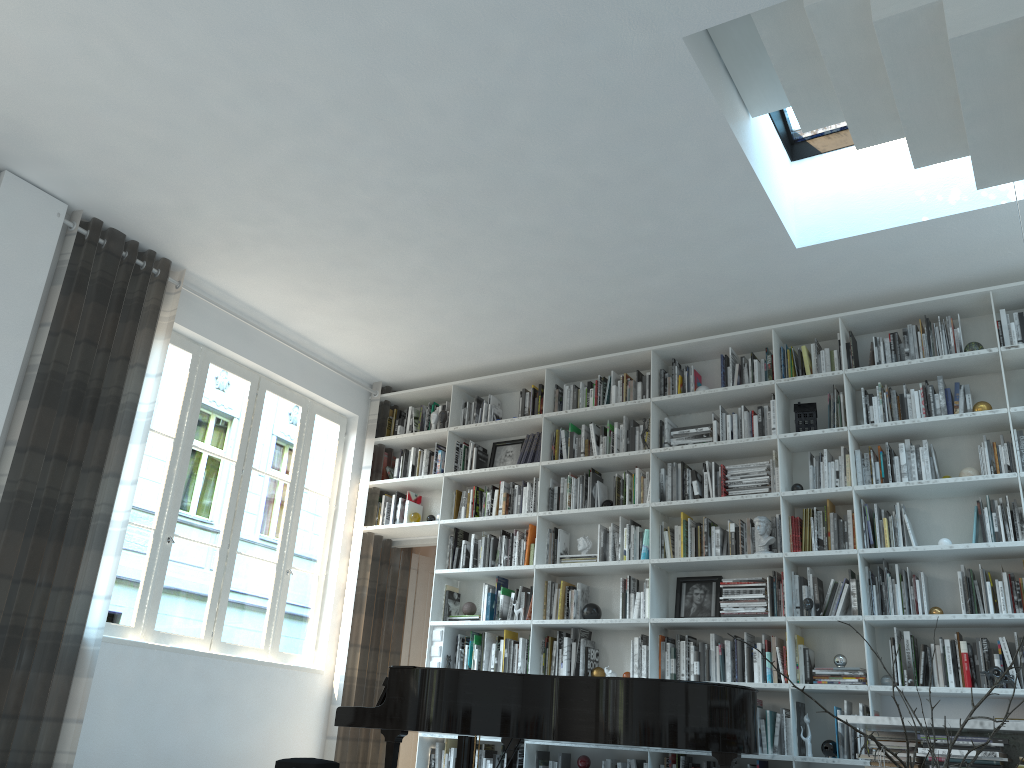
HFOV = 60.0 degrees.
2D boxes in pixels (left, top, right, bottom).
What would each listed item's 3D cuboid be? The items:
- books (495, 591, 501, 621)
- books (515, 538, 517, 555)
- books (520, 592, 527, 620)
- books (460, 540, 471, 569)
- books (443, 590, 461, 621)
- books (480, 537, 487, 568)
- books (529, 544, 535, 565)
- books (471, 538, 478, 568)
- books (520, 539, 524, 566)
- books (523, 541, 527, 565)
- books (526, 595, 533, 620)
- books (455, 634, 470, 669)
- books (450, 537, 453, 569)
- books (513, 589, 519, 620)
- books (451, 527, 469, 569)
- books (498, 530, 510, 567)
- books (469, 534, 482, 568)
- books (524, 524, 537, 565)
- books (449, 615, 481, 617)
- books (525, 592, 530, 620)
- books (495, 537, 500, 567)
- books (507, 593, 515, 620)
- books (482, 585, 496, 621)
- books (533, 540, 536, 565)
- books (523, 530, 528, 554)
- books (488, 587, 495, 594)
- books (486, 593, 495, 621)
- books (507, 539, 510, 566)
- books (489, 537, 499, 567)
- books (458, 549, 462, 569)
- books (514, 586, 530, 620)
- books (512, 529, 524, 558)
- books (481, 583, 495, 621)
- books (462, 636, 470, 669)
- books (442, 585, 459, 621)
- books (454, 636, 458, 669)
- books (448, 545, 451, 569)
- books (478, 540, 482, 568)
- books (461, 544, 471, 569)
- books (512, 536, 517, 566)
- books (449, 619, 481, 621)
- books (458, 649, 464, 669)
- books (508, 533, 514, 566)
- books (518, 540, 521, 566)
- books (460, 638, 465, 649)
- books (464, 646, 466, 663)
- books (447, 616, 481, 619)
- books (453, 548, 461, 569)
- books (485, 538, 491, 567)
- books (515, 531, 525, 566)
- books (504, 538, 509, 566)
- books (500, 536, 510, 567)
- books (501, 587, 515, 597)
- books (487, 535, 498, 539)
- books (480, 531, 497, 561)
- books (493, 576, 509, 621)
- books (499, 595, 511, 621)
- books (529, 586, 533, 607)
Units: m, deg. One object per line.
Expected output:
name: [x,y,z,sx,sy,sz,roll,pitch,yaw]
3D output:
books: [-0.061,1.599,6.308,0.031,0.230,0.148,-9,-25,30]
books: [0.067,1.240,6.390,0.028,0.241,0.132,-9,-25,30]
books: [0.115,1.569,6.172,0.030,0.207,0.173,-9,-25,30]
books: [-0.320,1.294,6.580,0.022,0.234,0.178,-9,-25,30]
books: [-0.443,1.651,6.515,0.028,0.242,0.157,-9,-25,30]
books: [-0.167,1.262,6.492,0.021,0.246,0.189,-9,-25,30]
books: [0.176,1.241,6.297,0.030,0.182,0.152,-9,-25,30]
books: [-0.242,1.278,6.541,0.011,0.245,0.177,-9,-25,30]
books: [0.105,1.239,6.353,0.021,0.220,0.149,-9,-25,30]
books: [0.126,1.238,6.326,0.013,0.202,0.162,-9,-25,30]
books: [0.193,1.512,6.112,0.082,0.275,0.229,-9,-25,30]
books: [-0.342,1.945,6.320,0.014,0.293,0.172,-9,-25,30]
books: [-0.407,1.293,6.631,0.027,0.265,0.176,-9,-25,30]
books: [0.057,1.572,6.236,0.013,0.241,0.142,-9,-25,30]
books: [-0.390,1.258,6.632,0.012,0.332,0.185,-9,-25,30]
books: [-0.047,1.222,6.443,0.013,0.298,0.152,-9,-25,30]
books: [-0.251,1.267,6.562,0.023,0.280,0.174,-9,-25,30]
books: [0.151,1.179,6.337,0.035,0.324,0.170,-9,-25,30]
books: [-0.303,1.692,6.414,0.254,0.012,0.161,-10,-26,31]
books: [0.144,1.567,6.166,0.027,0.208,0.144,-9,-25,30]
books: [-0.065,1.253,6.464,0.048,0.255,0.142,-9,-25,30]
books: [0.026,1.590,6.249,0.056,0.213,0.143,-9,-25,30]
books: [-0.154,1.588,6.350,0.024,0.271,0.151,-9,-25,30]
books: [0.204,1.218,6.290,0.031,0.222,0.145,-9,-25,30]
books: [0.125,1.205,6.361,0.015,0.291,0.144,-9,-25,30]
books: [-0.127,1.595,6.339,0.031,0.254,0.144,-9,-25,30]
books: [-0.117,1.602,6.293,0.029,0.207,0.190,-9,-25,30]
books: [0.013,1.249,6.402,0.013,0.227,0.152,-9,-25,30]
books: [-0.105,1.258,6.465,0.023,0.241,0.185,-9,-25,30]
books: [-0.340,1.317,6.604,0.042,0.208,0.144,-9,-25,30]
books: [0.081,1.556,6.209,0.060,0.254,0.159,-9,-25,30]
books: [0.041,1.214,6.413,0.011,0.303,0.130,-9,-25,30]
books: [-0.168,1.585,6.362,0.012,0.284,0.160,-9,-25,30]
books: [-0.295,1.941,6.282,0.008,0.278,0.165,-9,-25,30]
books: [-0.453,1.638,6.541,0.012,0.284,0.160,-9,-25,30]
books: [-0.361,1.957,6.338,0.008,0.284,0.160,-9,-25,30]
books: [-0.420,1.328,6.646,0.026,0.208,0.155,-9,-25,30]
books: [-0.204,1.284,6.544,0.049,0.242,0.139,-9,-25,30]
books: [-0.305,1.302,6.554,0.028,0.203,0.188,-9,-25,30]
books: [0.046,1.235,6.394,0.011,0.250,0.139,-9,-25,30]
books: [-0.307,1.713,6.402,0.254,0.012,0.161,-8,-25,27]
books: [-0.320,1.977,6.256,0.019,0.188,0.194,-9,-25,30]
books: [0.023,1.225,6.401,0.012,0.271,0.146,-9,-25,30]
books: [0.089,1.241,6.357,0.012,0.216,0.160,-9,-25,30]
books: [-0.320,1.951,6.289,0.007,0.263,0.177,-9,-25,30]
books: [-0.284,1.970,6.270,0.015,0.217,0.177,-9,-25,30]
books: [-0.307,1.701,6.405,0.285,0.012,0.160,-12,-27,33]
books: [-0.371,1.326,6.597,0.037,0.181,0.189,-9,-25,30]
books: [-0.138,1.263,6.474,0.024,0.236,0.167,-9,-25,30]
books: [0.072,1.211,6.363,0.015,0.274,0.157,-9,-25,30]
books: [-0.004,1.246,6.400,0.013,0.228,0.177,-9,-25,30]
books: [-0.029,1.244,6.435,0.021,0.255,0.156,-9,-25,30]
books: [-0.037,1.575,6.270,0.011,0.249,0.172,-9,-25,30]
books: [-0.143,1.256,6.502,0.011,0.270,0.158,-9,-25,30]
books: [-0.175,1.246,6.515,0.011,0.292,0.184,-9,-25,30]
books: [-0.079,1.552,6.333,0.011,0.334,0.154,-9,-25,30]
books: [-0.028,1.596,6.239,0.029,0.189,0.189,-9,-25,30]
books: [0.168,1.545,6.164,0.021,0.250,0.154,-9,-25,30]
